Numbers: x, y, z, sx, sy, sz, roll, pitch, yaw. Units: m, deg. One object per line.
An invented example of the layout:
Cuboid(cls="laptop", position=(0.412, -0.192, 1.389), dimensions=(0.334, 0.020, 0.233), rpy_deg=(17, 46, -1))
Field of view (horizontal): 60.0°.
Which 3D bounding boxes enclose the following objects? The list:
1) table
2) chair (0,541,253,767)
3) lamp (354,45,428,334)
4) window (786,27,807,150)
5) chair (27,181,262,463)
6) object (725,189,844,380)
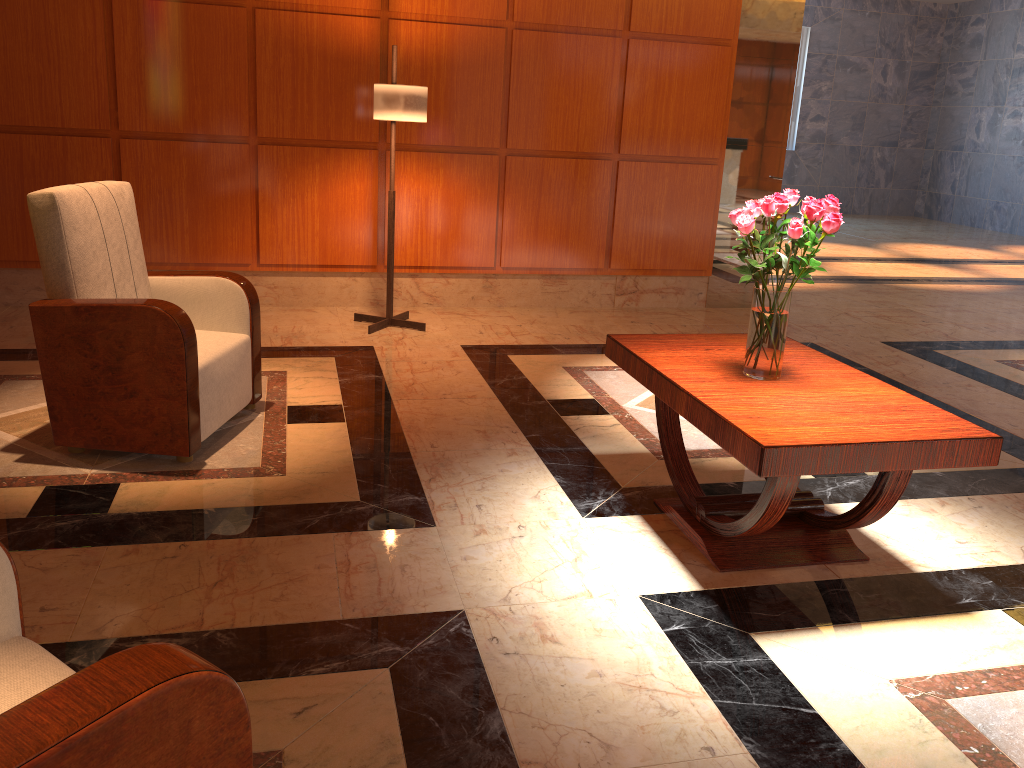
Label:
Cuboid(cls="table", position=(0.827, 0.233, 2.919), dimensions=(0.725, 0.529, 1.179), rpy_deg=(-1, 17, -14))
Cuboid(cls="chair", position=(-0.834, 0.434, 1.191), dimensions=(0.741, 0.951, 0.632), rpy_deg=(14, 19, 33))
Cuboid(cls="lamp", position=(-0.685, -1.128, 5.226), dimensions=(0.360, 1.644, 0.531), rpy_deg=(-3, 16, -24))
Cuboid(cls="window", position=(3.259, -4.765, 14.095), dimensions=(2.883, 1.894, 0.139), rpy_deg=(-1, 15, -15))
Cuboid(cls="chair", position=(-1.411, -0.285, 3.471), dimensions=(0.629, 0.951, 0.745), rpy_deg=(4, 16, 4))
Cuboid(cls="object", position=(0.825, -0.312, 2.782), dimensions=(0.327, 0.590, 0.354), rpy_deg=(5, 15, 5))
